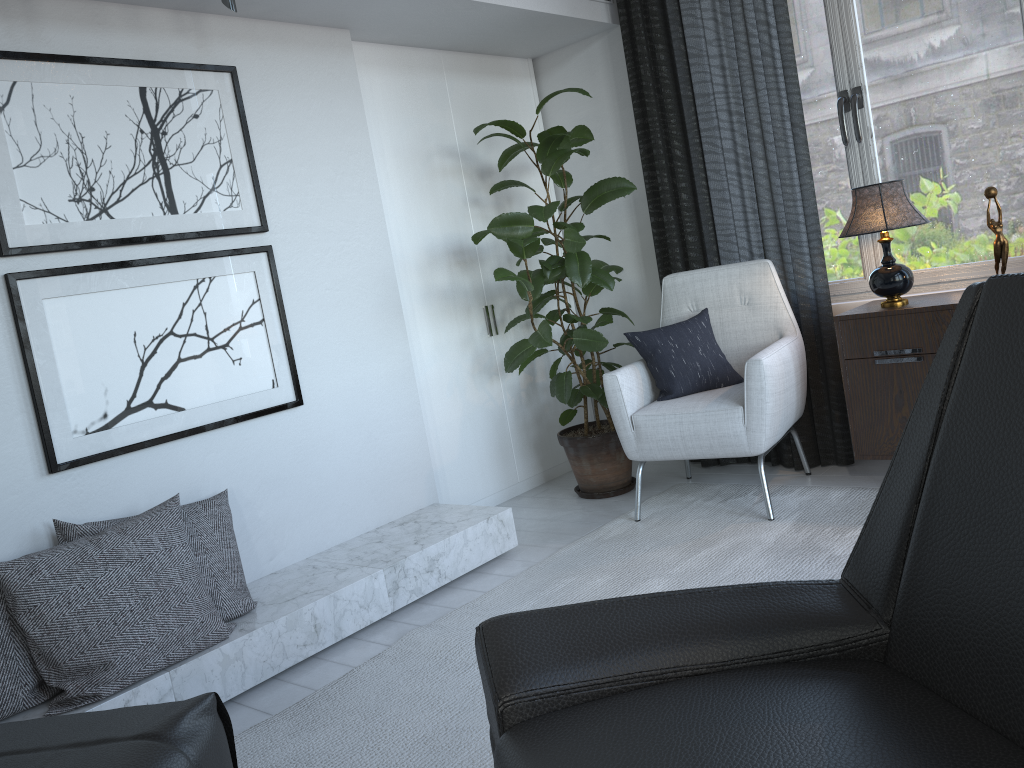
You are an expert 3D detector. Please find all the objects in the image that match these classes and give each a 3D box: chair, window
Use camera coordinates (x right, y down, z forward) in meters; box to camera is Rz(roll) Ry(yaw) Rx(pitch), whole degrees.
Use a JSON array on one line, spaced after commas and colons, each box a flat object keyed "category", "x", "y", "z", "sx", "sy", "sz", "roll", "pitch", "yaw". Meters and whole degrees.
[{"category": "chair", "x": 0.719, "y": 0.003, "z": 3.204, "sx": 0.592, "sy": 0.821, "sz": 0.616, "roll": -7, "pitch": 6, "yaw": 32}, {"category": "chair", "x": 0.390, "y": 0.332, "z": 0.964, "sx": 0.805, "sy": 0.808, "sz": 0.842, "roll": -11, "pitch": 6, "yaw": -10}, {"category": "window", "x": 1.154, "y": -1.453, "z": 3.169, "sx": 1.265, "sy": 2.315, "sz": 0.134, "roll": -6, "pitch": 7, "yaw": 42}, {"category": "chair", "x": -1.140, "y": 0.560, "z": 2.028, "sx": 0.390, "sy": 0.430, "sz": 1.343, "roll": -5, "pitch": 8, "yaw": 42}]

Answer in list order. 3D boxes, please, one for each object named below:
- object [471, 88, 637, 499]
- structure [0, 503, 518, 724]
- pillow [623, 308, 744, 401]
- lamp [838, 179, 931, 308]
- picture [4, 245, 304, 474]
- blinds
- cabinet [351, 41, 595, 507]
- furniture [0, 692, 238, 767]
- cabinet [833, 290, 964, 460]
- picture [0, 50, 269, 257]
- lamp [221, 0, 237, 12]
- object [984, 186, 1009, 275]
[{"category": "object", "x": 0.210, "y": -0.325, "z": 3.456, "sx": 0.639, "sy": 1.584, "sz": 0.939, "roll": -10, "pitch": 5, "yaw": -2}, {"category": "structure", "x": -2.466, "y": 1.243, "z": 0.483, "sx": 0.392, "sy": 0.134, "sz": 7.248, "roll": -4, "pitch": 9, "yaw": 42}, {"category": "pillow", "x": 0.632, "y": -0.107, "z": 3.249, "sx": 0.358, "sy": 0.295, "sz": 0.253, "roll": -13, "pitch": 6, "yaw": -21}, {"category": "lamp", "x": 1.213, "y": -0.451, "z": 2.874, "sx": 0.281, "sy": 0.396, "sz": 0.280, "roll": -12, "pitch": 6, "yaw": -22}, {"category": "picture", "x": -0.980, "y": -0.105, "z": 2.556, "sx": 0.020, "sy": 0.521, "sz": 0.796, "roll": -6, "pitch": 7, "yaw": 42}, {"category": "blinds", "x": 1.616, "y": -1.344, "z": 2.610, "sx": 3.206, "sy": 3.267, "sz": 0.190, "roll": -5, "pitch": 7, "yaw": 42}, {"category": "cabinet", "x": -0.186, "y": -0.442, "z": 3.767, "sx": 0.191, "sy": 1.889, "sz": 1.178, "roll": -6, "pitch": 7, "yaw": 42}, {"category": "furniture", "x": -0.718, "y": 0.735, "z": 1.191, "sx": 0.598, "sy": 0.377, "sz": 0.616, "roll": -10, "pitch": 6, "yaw": 6}, {"category": "cabinet", "x": 1.739, "y": 0.004, "z": 2.584, "sx": 1.396, "sy": 0.610, "sz": 0.388, "roll": -4, "pitch": 8, "yaw": 42}, {"category": "picture", "x": -1.081, "y": -0.658, "z": 2.510, "sx": 0.020, "sy": 0.521, "sz": 0.796, "roll": -6, "pitch": 7, "yaw": 42}, {"category": "lamp", "x": -2.174, "y": -0.668, "z": 0.988, "sx": 0.052, "sy": 0.081, "sz": 4.277, "roll": -6, "pitch": 8, "yaw": 42}, {"category": "object", "x": 1.469, "y": -0.437, "z": 2.690, "sx": 0.096, "sy": 0.323, "sz": 0.097, "roll": -6, "pitch": 6, "yaw": 41}]
